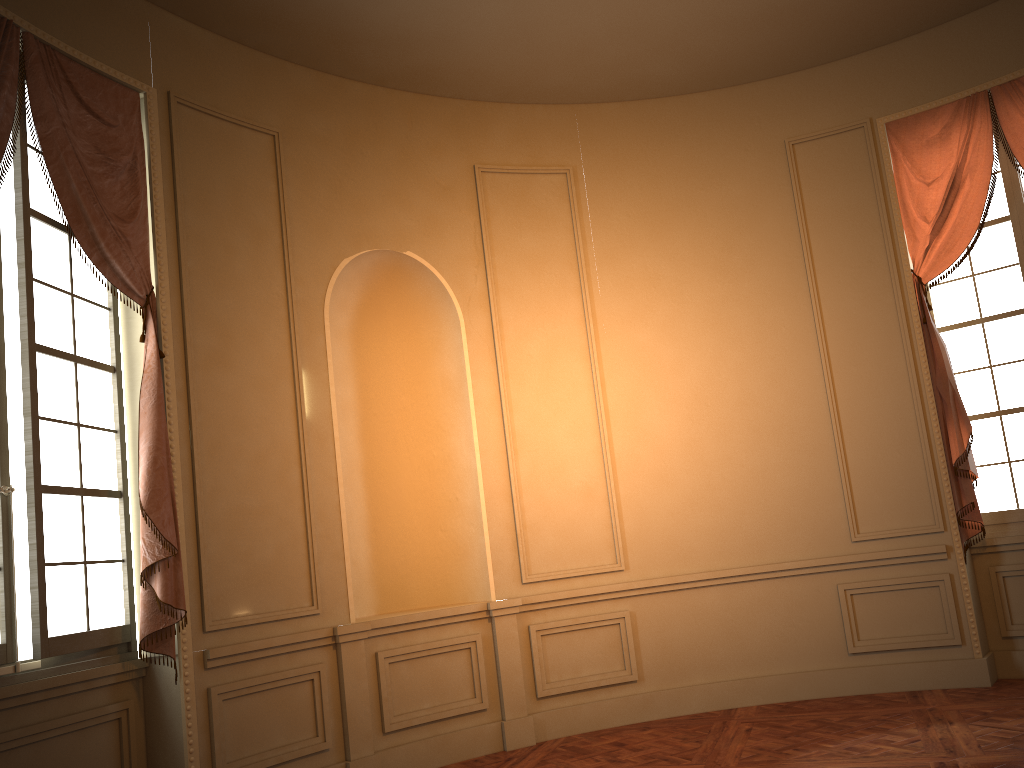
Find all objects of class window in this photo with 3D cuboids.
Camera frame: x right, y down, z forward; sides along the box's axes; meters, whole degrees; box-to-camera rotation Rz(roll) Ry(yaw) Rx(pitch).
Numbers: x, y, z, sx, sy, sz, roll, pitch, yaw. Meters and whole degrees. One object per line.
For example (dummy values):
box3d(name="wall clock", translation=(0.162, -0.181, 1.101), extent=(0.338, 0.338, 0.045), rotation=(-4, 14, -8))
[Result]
box3d(name="window", translation=(3.345, -0.492, 5.651), extent=(1.284, 2.819, 0.048), rotation=(-13, -10, 36))
box3d(name="window", translation=(-2.146, -0.169, 3.808), extent=(0.151, 2.819, 1.333), rotation=(-9, -9, 19))

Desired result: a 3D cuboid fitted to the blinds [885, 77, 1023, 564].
box3d(name="blinds", translation=(3.186, -0.451, 5.407), extent=(1.310, 2.959, 0.292), rotation=(-13, -10, 36))

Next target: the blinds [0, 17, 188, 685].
box3d(name="blinds", translation=(-1.923, -0.141, 3.742), extent=(0.282, 2.959, 1.356), rotation=(-9, -9, 18))
